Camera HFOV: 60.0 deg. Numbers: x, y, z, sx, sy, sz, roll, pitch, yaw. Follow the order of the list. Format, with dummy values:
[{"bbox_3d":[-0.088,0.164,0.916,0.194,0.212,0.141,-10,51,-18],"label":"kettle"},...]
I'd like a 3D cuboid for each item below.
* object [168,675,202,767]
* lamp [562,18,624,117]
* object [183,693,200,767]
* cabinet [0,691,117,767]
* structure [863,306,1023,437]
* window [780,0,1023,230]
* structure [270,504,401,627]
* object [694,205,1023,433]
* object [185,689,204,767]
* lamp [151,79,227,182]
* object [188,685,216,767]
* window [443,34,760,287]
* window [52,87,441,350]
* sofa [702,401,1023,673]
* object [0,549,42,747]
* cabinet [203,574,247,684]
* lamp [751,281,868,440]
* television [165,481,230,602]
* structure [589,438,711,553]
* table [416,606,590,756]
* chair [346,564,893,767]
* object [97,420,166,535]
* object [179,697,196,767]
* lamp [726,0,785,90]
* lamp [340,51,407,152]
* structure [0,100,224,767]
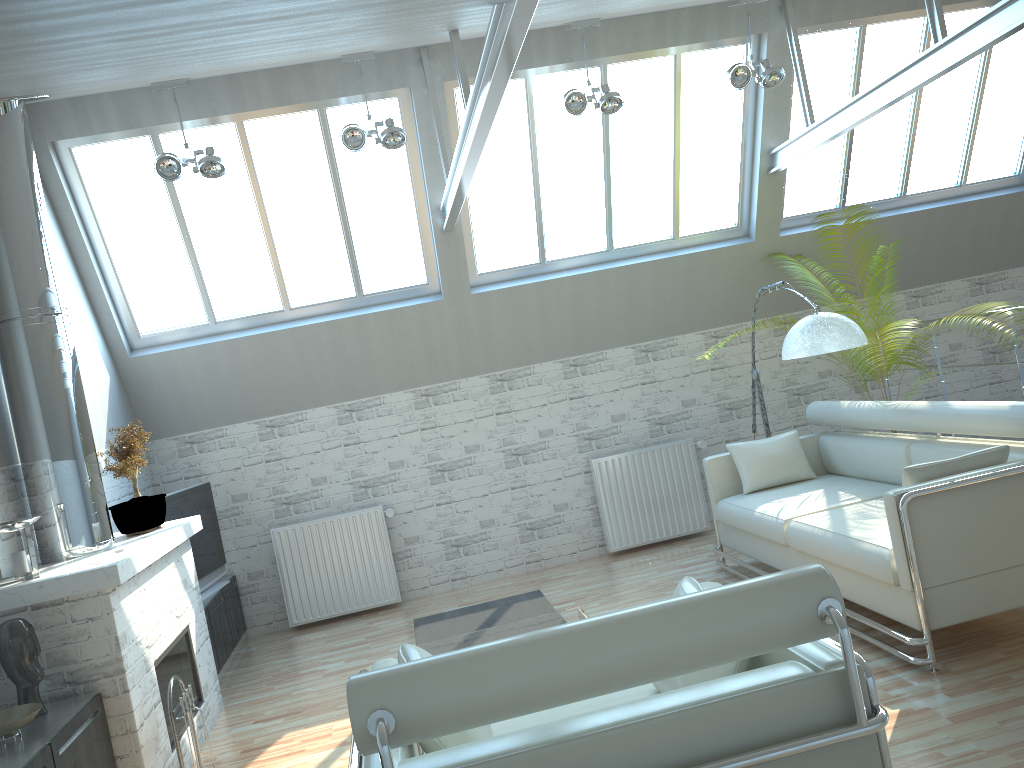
[{"bbox_3d":[-2.954,3.195,8.015,0.412,1.124,0.584,-11,1,-8],"label":"object"},{"bbox_3d":[0.952,-4.032,11.242,0.808,1.172,0.618,-11,1,-4],"label":"lamp"},{"bbox_3d":[-2.799,3.220,7.985,0.145,0.932,0.065,-12,1,-26],"label":"object"},{"bbox_3d":[-3.473,3.254,5.164,0.914,1.270,4.572,-11,1,-8],"label":"cabinet"},{"bbox_3d":[9.187,-0.127,12.436,5.366,2.781,6.483,-11,1,-8],"label":"structure"},{"bbox_3d":[6.346,-4.328,13.996,4.651,2.787,1.897,-11,1,-8],"label":"window"},{"bbox_3d":[-2.647,2.796,13.821,1.892,1.524,0.508,-11,1,-8],"label":"structure"},{"bbox_3d":[4.745,-0.050,12.145,3.777,4.386,5.015,-12,1,-33],"label":"object"},{"bbox_3d":[-2.875,3.195,8.073,0.025,0.855,0.025,-11,1,14],"label":"object"},{"bbox_3d":[-3.938,-3.043,10.551,0.808,1.172,0.619,-11,1,-4],"label":"lamp"},{"bbox_3d":[-2.889,3.205,8.185,0.155,0.873,0.026,-11,1,-7],"label":"object"},{"bbox_3d":[1.414,-3.331,13.299,4.651,2.787,1.897,-11,1,-8],"label":"window"},{"bbox_3d":[-3.518,-2.333,12.601,4.651,2.787,1.897,-11,1,-8],"label":"window"},{"bbox_3d":[4.011,1.334,10.084,2.199,1.999,4.866,-11,1,-8],"label":"sofa"},{"bbox_3d":[-1.671,2.215,7.380,4.859,2.558,1.528,-11,1,-9],"label":"object"},{"bbox_3d":[-4.417,3.509,12.116,0.908,1.016,3.234,-11,1,-8],"label":"cabinet"},{"bbox_3d":[3.944,0.442,12.683,1.015,3.709,4.621,-11,1,-2],"label":"lamp"},{"bbox_3d":[-4.616,2.257,12.202,0.592,1.514,2.577,-11,1,2],"label":"television"},{"bbox_3d":[2.339,1.788,14.526,1.892,1.524,0.508,-11,1,-8],"label":"structure"},{"bbox_3d":[-0.029,2.720,7.914,1.726,0.867,1.015,-11,1,-8],"label":"table"},{"bbox_3d":[0.466,2.092,4.945,2.507,2.001,2.201,-11,1,-8],"label":"chair"},{"bbox_3d":[-4.260,1.039,9.841,0.572,1.265,1.115,-11,1,-4],"label":"object"},{"bbox_3d":[-2.777,3.208,7.843,0.146,0.916,0.131,-11,1,-8],"label":"object"},{"bbox_3d":[3.116,-4.469,11.548,0.808,1.172,0.619,-11,1,-4],"label":"lamp"},{"bbox_3d":[-1.792,-3.477,10.854,0.808,1.172,0.619,-11,1,-4],"label":"lamp"},{"bbox_3d":[-4.435,0.401,8.978,1.309,7.180,3.302,-11,1,-8],"label":"structure"}]
